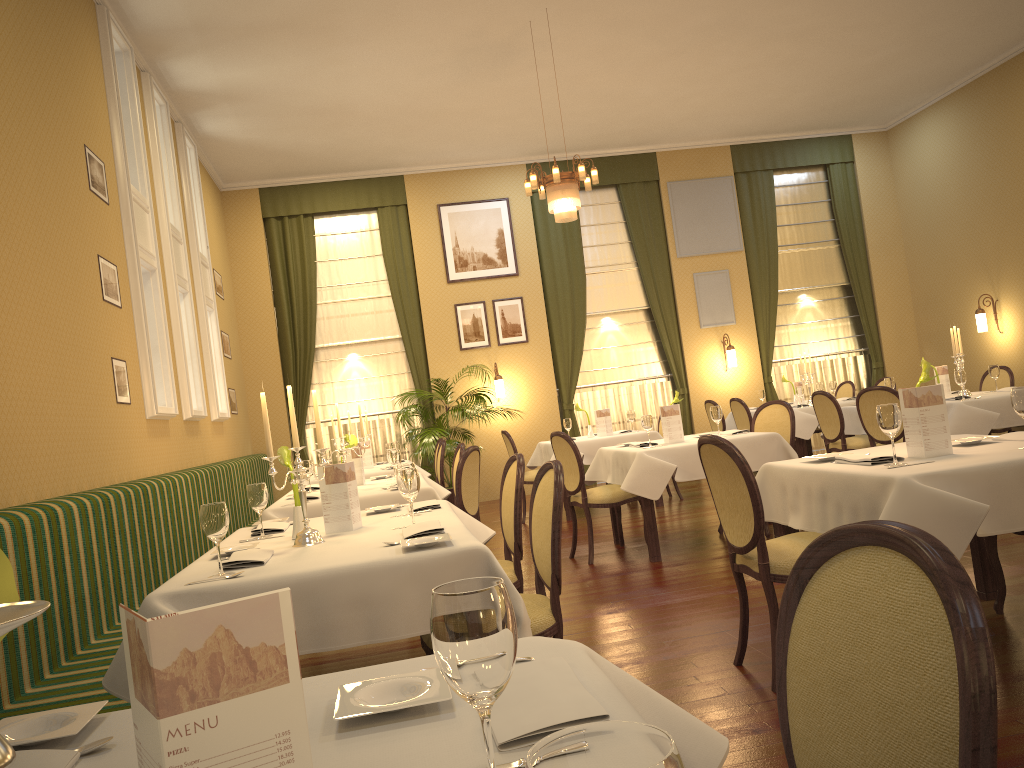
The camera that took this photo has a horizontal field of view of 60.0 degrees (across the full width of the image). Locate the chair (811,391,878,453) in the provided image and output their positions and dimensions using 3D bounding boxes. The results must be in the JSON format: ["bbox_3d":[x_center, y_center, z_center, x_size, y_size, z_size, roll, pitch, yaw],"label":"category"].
[{"bbox_3d":[3.057,0.501,7.945,0.571,0.955,0.530,-7,-2,-9],"label":"chair"}]

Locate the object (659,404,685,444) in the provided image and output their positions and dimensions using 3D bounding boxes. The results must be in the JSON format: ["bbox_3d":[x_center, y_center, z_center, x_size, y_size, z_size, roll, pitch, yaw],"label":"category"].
[{"bbox_3d":[1.145,0.295,6.454,0.166,0.277,0.081,-9,-2,38],"label":"object"}]

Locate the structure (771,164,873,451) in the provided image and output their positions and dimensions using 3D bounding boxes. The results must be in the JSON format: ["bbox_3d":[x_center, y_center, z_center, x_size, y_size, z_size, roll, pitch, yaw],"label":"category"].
[{"bbox_3d":[4.210,-1.317,12.658,1.898,4.511,0.137,-7,-2,-9],"label":"structure"}]

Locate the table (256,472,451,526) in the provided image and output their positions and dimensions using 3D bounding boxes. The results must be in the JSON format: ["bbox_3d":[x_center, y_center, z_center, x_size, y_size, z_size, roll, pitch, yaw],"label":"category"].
[{"bbox_3d":[-1.030,1.097,6.224,1.385,0.759,2.152,-7,-2,-9],"label":"table"}]

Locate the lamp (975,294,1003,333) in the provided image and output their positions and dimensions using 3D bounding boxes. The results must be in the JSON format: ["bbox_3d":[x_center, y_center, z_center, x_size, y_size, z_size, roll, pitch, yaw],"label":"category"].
[{"bbox_3d":[5.884,-0.860,10.987,0.323,0.513,0.114,-7,-2,-20],"label":"lamp"}]

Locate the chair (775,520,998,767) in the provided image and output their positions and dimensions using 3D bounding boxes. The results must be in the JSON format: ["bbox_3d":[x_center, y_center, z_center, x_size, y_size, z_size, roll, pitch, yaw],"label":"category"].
[{"bbox_3d":[0.270,0.679,1.036,0.571,0.955,0.530,-7,-2,-9],"label":"chair"}]

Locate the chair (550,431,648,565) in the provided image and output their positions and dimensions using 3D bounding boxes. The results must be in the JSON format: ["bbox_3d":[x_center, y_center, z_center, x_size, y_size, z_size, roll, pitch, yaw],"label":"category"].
[{"bbox_3d":[0.632,0.785,6.503,0.571,0.955,0.530,-7,-2,-19],"label":"chair"}]

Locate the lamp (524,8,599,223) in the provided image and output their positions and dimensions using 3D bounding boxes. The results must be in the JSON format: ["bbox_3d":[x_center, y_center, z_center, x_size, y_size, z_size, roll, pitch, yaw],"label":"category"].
[{"bbox_3d":[0.346,-2.291,7.616,0.593,1.796,0.593,-7,-2,-11],"label":"lamp"}]

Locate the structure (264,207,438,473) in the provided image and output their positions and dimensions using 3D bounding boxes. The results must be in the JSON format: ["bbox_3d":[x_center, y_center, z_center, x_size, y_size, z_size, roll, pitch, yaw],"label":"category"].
[{"bbox_3d":[-2.081,-0.500,11.672,1.942,4.511,0.123,-7,-2,-9],"label":"structure"}]

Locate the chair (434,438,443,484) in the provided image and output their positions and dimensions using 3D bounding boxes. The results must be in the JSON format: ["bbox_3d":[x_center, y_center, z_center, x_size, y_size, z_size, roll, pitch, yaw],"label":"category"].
[{"bbox_3d":[-0.946,1.077,9.291,0.571,0.955,0.530,-7,-2,-9],"label":"chair"}]

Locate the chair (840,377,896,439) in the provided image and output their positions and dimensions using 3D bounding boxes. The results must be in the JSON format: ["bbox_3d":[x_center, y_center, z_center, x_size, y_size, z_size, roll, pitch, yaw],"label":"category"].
[{"bbox_3d":[4.008,0.428,9.894,0.571,0.955,0.530,-7,-2,-9],"label":"chair"}]

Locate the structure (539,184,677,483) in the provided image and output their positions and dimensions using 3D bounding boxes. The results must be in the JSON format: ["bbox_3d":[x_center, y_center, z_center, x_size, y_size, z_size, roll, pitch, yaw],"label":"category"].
[{"bbox_3d":[1.351,-0.946,12.207,1.900,4.511,0.134,-7,-2,-9],"label":"structure"}]

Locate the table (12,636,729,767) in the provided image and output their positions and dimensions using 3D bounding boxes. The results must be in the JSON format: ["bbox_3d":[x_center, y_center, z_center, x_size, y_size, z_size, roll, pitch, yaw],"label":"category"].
[{"bbox_3d":[-0.187,0.825,0.647,1.385,0.759,2.152,-7,-2,-9],"label":"table"}]

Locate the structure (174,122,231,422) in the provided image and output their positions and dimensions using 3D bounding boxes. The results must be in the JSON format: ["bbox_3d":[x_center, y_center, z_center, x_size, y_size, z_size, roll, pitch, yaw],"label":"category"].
[{"bbox_3d":[-3.205,-1.095,9.046,0.200,2.985,0.670,-7,-2,-9],"label":"structure"}]

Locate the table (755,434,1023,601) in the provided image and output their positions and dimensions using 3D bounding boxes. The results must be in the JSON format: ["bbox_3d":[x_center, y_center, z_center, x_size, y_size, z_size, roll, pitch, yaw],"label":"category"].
[{"bbox_3d":[1.793,0.643,3.592,1.389,0.759,1.395,-7,-2,-7],"label":"table"}]

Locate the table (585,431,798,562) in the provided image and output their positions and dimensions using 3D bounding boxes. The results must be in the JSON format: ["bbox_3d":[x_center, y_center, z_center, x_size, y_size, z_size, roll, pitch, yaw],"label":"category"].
[{"bbox_3d":[1.339,0.789,6.595,1.389,0.759,1.395,-7,-2,-7],"label":"table"}]

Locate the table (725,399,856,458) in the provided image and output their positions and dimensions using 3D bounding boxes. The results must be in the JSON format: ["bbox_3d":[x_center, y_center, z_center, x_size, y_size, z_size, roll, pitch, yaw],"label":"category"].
[{"bbox_3d":[3.428,0.615,10.330,1.385,0.759,2.152,-7,-2,-9],"label":"table"}]

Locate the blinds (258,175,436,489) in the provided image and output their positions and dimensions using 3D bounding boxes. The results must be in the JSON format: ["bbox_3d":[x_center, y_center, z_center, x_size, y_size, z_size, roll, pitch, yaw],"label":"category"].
[{"bbox_3d":[-2.064,-0.518,11.560,1.934,4.537,0.225,-7,-2,-10],"label":"blinds"}]

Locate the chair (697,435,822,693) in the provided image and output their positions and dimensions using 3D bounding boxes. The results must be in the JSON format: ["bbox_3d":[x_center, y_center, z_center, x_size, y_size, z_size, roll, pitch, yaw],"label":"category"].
[{"bbox_3d":[1.090,0.638,3.491,0.571,0.955,0.530,-7,-2,-9],"label":"chair"}]

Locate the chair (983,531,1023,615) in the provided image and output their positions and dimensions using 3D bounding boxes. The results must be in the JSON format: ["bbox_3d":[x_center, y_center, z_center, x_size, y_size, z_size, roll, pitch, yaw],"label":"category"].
[{"bbox_3d":[2.315,0.478,3.632,0.571,0.955,0.530,-7,-2,-9],"label":"chair"}]

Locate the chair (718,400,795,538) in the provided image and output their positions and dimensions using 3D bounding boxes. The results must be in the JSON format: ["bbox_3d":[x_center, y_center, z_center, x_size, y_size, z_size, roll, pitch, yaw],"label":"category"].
[{"bbox_3d":[1.858,0.625,6.666,0.571,0.955,0.530,-7,-2,-29],"label":"chair"}]

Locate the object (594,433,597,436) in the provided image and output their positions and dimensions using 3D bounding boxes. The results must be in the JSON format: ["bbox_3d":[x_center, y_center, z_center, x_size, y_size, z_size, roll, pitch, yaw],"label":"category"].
[{"bbox_3d":[0.900,0.541,9.520,0.160,0.024,0.160,-7,-2,-9],"label":"object"}]

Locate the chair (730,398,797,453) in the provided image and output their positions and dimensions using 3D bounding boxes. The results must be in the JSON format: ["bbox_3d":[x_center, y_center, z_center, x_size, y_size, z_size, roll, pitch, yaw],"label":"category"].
[{"bbox_3d":[2.773,0.592,9.822,0.571,0.955,0.530,-7,-2,-9],"label":"chair"}]

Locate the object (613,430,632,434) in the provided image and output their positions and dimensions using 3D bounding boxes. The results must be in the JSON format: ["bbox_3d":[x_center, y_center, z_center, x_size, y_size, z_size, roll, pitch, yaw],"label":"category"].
[{"bbox_3d":[1.160,0.502,9.328,0.142,0.024,0.273,-7,-2,-9],"label":"object"}]

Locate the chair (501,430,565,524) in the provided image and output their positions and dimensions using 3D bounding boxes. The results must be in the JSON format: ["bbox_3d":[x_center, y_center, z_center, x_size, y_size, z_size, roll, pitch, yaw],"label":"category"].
[{"bbox_3d":[0.233,0.914,9.159,0.571,0.955,0.530,-7,-2,-9],"label":"chair"}]

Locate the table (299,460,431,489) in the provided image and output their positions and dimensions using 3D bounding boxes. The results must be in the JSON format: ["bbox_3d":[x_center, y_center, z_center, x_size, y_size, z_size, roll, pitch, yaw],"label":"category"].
[{"bbox_3d":[-1.433,1.227,8.890,1.385,0.759,2.152,-7,-2,-9],"label":"table"}]

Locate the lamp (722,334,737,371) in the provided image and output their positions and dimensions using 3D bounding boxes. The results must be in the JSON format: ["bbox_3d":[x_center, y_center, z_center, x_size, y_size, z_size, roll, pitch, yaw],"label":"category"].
[{"bbox_3d":[2.925,-0.432,12.087,0.114,0.513,0.323,-7,-2,-20],"label":"lamp"}]

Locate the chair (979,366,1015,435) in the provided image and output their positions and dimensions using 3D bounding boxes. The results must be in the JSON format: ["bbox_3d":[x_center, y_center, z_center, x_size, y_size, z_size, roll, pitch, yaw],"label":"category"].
[{"bbox_3d":[4.281,0.340,8.086,0.571,0.955,0.530,-7,-2,-9],"label":"chair"}]

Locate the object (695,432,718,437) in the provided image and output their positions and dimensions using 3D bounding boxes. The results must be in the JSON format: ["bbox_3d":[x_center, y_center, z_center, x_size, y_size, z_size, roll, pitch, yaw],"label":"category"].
[{"bbox_3d":[1.450,0.387,6.684,0.160,0.024,0.160,-7,-2,-9],"label":"object"}]

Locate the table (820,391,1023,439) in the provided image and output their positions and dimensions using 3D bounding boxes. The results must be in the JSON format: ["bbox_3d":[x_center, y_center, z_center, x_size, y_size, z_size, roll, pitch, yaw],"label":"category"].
[{"bbox_3d":[3.827,0.486,7.689,1.385,0.759,2.152,-7,-2,-9],"label":"table"}]

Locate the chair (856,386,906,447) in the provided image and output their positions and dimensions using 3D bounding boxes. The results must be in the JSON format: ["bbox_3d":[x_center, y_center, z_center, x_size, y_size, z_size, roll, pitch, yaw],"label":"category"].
[{"bbox_3d":[3.159,0.466,7.201,0.571,0.955,0.530,-7,-2,-34],"label":"chair"}]

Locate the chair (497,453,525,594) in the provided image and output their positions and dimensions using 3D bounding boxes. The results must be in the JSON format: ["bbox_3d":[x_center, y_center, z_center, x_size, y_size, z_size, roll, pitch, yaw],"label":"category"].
[{"bbox_3d":[-0.170,0.820,3.943,0.571,0.955,0.530,-7,-2,-9],"label":"chair"}]

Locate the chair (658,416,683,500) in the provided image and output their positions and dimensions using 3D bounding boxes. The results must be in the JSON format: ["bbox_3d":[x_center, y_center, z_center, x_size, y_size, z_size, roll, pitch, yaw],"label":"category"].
[{"bbox_3d":[1.458,0.754,9.300,0.571,0.955,0.530,-7,-2,-9],"label":"chair"}]

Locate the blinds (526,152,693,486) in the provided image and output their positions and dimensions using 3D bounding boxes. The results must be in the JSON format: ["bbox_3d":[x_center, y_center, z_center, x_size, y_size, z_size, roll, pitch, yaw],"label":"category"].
[{"bbox_3d":[1.374,-0.965,12.091,1.878,4.537,0.129,-7,-2,-9],"label":"blinds"}]

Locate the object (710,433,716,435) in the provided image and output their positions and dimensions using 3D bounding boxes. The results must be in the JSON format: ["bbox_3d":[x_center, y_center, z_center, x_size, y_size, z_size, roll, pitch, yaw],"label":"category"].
[{"bbox_3d":[1.566,0.379,6.816,0.181,0.015,0.038,-7,-2,-7],"label":"object"}]

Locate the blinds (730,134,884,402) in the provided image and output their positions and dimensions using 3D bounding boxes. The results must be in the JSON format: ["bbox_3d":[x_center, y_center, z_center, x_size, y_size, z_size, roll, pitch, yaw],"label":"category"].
[{"bbox_3d":[4.234,-1.336,12.541,1.876,4.537,0.129,-7,-2,-9],"label":"blinds"}]

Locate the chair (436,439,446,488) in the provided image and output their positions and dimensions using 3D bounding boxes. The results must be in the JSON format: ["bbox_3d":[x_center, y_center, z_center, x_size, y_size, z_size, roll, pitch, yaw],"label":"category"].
[{"bbox_3d":[-0.853,1.040,8.454,0.571,0.955,0.530,-7,-2,-9],"label":"chair"}]

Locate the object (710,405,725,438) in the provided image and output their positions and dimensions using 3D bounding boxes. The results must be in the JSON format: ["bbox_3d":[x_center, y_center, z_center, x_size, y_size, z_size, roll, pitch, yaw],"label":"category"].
[{"bbox_3d":[1.460,0.270,6.300,0.088,0.229,0.088,-9,-2,33],"label":"object"}]

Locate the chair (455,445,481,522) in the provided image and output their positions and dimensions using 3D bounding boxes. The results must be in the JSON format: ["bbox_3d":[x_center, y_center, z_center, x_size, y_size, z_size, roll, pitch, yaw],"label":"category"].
[{"bbox_3d":[-0.448,0.911,5.817,0.571,0.955,0.530,-8,-2,16],"label":"chair"}]

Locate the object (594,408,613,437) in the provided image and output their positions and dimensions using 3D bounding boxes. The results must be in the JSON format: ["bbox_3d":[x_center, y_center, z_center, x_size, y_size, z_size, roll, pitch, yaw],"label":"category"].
[{"bbox_3d":[0.947,0.397,9.110,0.166,0.277,0.081,-8,-2,-2],"label":"object"}]

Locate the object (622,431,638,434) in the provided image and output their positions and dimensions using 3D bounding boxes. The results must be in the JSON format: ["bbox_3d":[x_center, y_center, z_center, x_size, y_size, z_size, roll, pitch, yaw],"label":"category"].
[{"bbox_3d":[1.212,0.493,9.076,0.185,0.010,0.017,-7,-2,-9],"label":"object"}]

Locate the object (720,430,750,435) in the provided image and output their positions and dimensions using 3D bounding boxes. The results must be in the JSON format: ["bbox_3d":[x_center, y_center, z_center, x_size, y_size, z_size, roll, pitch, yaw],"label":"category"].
[{"bbox_3d":[1.651,0.359,6.609,0.142,0.024,0.273,-7,-2,-9],"label":"object"}]

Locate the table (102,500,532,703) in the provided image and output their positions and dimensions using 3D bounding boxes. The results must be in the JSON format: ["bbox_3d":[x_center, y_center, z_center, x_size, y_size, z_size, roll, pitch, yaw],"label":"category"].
[{"bbox_3d":[-0.626,0.967,3.553,1.385,0.759,2.152,-7,-2,-9],"label":"table"}]

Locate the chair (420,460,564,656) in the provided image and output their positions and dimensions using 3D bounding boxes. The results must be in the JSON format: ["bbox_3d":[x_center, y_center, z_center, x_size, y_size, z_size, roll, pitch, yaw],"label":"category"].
[{"bbox_3d":[-0.046,0.780,3.117,0.571,0.955,0.530,-7,-2,-9],"label":"chair"}]

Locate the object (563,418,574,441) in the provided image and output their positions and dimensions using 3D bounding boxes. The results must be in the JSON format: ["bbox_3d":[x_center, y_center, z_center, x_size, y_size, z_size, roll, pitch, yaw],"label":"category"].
[{"bbox_3d":[0.573,0.466,9.008,0.088,0.229,0.088,-9,-2,39],"label":"object"}]

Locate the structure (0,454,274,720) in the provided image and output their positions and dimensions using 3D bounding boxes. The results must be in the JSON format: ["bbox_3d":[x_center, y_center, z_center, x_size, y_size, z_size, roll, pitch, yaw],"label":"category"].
[{"bbox_3d":[-1.732,1.000,4.111,0.850,1.031,14.516,-7,-2,-9],"label":"structure"}]

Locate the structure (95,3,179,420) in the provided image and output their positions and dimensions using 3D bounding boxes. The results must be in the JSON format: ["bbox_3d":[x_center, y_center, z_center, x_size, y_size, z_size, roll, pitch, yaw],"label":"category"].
[{"bbox_3d":[-2.837,-1.214,6.611,0.200,2.985,0.687,-7,-2,-9],"label":"structure"}]

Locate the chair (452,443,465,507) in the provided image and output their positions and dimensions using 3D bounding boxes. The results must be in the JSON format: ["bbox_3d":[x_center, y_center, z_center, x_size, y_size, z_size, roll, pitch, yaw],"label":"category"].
[{"bbox_3d":[-0.574,0.951,6.621,0.571,0.955,0.530,-7,-2,-9],"label":"chair"}]

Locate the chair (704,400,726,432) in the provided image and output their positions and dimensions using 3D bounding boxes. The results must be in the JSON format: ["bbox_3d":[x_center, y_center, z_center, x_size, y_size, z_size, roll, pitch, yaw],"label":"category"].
[{"bbox_3d":[2.658,0.629,10.585,0.571,0.955,0.530,-7,-2,-9],"label":"chair"}]

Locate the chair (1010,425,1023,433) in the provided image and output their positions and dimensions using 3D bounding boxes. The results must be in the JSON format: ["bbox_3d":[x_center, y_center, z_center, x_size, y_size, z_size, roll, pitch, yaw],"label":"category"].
[{"bbox_3d":[4.453,0.293,7.243,0.571,0.955,0.530,-7,-2,-29],"label":"chair"}]

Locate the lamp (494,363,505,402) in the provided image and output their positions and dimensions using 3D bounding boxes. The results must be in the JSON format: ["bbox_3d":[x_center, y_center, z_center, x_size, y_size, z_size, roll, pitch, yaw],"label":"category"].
[{"bbox_3d":[-0.205,-0.025,11.594,0.114,0.513,0.323,-7,-2,-20],"label":"lamp"}]

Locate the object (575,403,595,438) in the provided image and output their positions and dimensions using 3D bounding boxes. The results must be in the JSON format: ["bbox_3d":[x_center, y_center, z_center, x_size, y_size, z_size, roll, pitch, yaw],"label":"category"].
[{"bbox_3d":[0.756,0.374,9.230,0.163,0.375,0.076,-8,-2,13],"label":"object"}]

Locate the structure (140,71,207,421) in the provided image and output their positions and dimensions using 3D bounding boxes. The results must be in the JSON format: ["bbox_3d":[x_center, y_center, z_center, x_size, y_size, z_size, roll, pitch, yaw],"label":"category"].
[{"bbox_3d":[-3.016,-1.156,7.792,0.200,2.985,0.661,-7,-2,-9],"label":"structure"}]

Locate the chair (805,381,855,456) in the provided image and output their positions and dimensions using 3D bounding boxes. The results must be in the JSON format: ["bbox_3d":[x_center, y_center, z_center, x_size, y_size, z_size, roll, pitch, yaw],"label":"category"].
[{"bbox_3d":[3.882,0.469,10.726,0.571,0.955,0.530,-7,-2,-9],"label":"chair"}]

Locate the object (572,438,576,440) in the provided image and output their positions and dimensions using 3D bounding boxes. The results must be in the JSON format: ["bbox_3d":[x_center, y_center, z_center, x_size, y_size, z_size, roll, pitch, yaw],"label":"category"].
[{"bbox_3d":[0.566,0.575,9.210,0.142,0.033,0.273,-7,-2,-9],"label":"object"}]

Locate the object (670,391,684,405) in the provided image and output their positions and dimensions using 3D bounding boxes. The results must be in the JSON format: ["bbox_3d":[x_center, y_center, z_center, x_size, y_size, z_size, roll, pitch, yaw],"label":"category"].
[{"bbox_3d":[1.206,0.239,6.577,0.163,0.375,0.076,-7,-2,-32],"label":"object"}]

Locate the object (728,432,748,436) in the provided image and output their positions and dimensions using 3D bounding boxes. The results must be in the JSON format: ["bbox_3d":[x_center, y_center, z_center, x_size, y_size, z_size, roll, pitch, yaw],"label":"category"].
[{"bbox_3d":[1.615,0.363,6.412,0.185,0.010,0.017,-7,-2,-9],"label":"object"}]

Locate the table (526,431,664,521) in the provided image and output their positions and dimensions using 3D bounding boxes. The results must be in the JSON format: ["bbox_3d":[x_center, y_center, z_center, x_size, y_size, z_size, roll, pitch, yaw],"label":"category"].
[{"bbox_3d":[0.936,0.919,9.260,1.389,0.759,1.395,-7,-2,-7],"label":"table"}]
